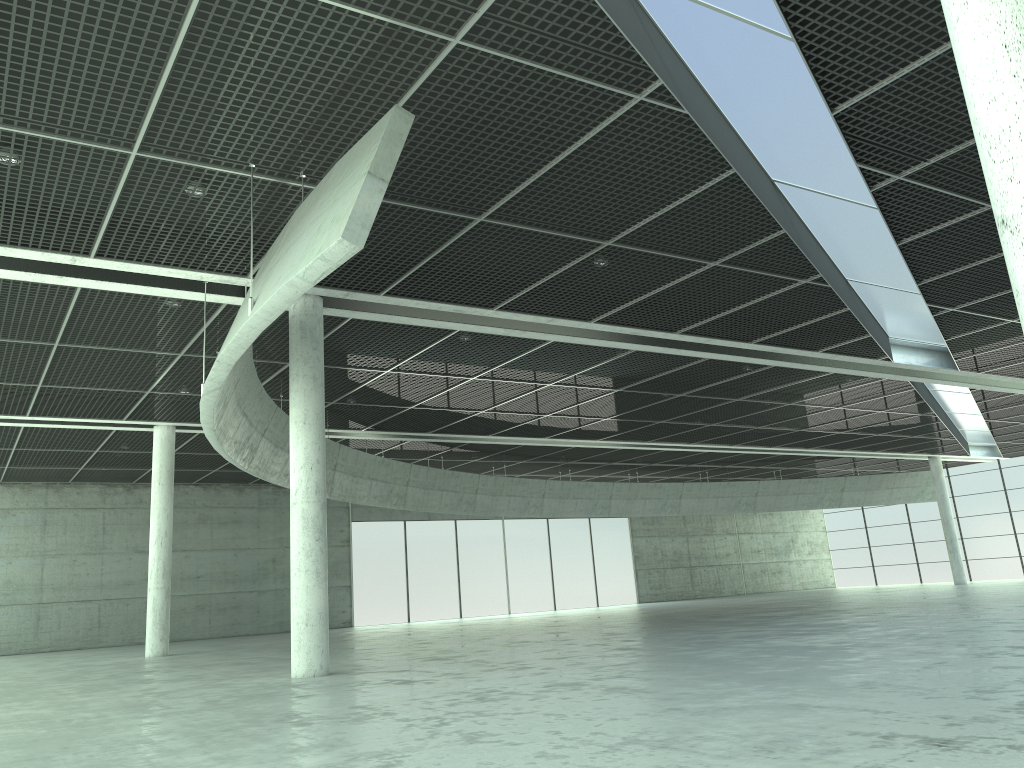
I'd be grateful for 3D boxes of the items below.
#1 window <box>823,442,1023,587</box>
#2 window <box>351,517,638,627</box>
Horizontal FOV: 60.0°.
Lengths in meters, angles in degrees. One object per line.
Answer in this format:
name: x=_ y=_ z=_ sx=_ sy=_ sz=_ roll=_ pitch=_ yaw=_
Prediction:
window: x=25.300 y=5.655 z=50.698 sx=100.719 sy=16.077 sz=99.655 roll=5 pitch=-17 yaw=-32
window: x=-0.605 y=20.676 z=90.527 sx=33.506 sy=10.660 sz=0.159 roll=5 pitch=-17 yaw=-32
